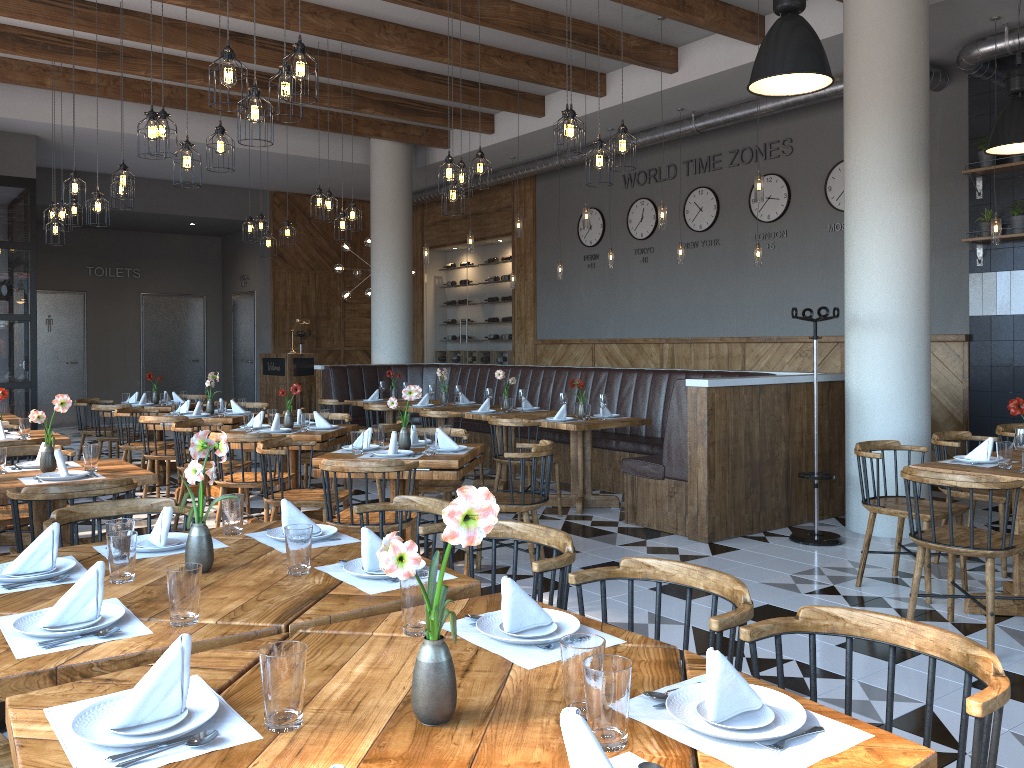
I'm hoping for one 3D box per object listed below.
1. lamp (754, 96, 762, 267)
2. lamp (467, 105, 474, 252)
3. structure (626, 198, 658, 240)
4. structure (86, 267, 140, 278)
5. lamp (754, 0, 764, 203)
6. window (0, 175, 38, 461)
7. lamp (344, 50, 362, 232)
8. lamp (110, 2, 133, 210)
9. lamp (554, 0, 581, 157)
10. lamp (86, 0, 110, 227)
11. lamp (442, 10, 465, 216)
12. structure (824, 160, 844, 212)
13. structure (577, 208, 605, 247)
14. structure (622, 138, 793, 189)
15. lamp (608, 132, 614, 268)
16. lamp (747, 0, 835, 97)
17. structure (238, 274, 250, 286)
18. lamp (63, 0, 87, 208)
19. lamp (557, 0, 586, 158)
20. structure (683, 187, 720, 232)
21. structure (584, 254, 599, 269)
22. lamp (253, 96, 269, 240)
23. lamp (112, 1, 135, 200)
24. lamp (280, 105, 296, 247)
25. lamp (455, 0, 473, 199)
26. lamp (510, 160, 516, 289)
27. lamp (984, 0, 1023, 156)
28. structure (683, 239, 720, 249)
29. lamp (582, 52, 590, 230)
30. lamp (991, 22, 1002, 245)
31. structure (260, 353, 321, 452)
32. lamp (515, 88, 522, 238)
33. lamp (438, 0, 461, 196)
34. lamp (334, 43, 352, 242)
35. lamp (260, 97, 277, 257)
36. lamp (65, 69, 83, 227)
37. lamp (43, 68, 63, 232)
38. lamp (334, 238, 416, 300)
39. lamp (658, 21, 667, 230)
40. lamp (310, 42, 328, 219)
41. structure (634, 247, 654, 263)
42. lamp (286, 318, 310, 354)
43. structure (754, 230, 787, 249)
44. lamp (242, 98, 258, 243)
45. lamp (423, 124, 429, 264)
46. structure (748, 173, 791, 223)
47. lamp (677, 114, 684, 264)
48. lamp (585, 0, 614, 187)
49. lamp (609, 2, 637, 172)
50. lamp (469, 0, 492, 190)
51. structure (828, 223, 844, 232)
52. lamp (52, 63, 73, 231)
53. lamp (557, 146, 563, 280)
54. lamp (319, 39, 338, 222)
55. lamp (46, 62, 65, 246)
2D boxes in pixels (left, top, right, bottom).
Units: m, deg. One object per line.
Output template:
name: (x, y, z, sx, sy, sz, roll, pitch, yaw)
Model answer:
lamp: (2.558, -2.203, 9.227, 0.078, 1.964, 0.078, 0, 0, 4)
lamp: (-0.516, -2.604, 10.895, 0.078, 1.964, 0.078, 0, 0, 39)
structure: (1.740, -2.202, 11.831, 0.046, 0.560, 0.561, 0, 1, -37)
structure: (-7.225, -2.022, 16.056, 0.916, 0.166, 0.035, -2, 1, -37)
lamp: (2.066, -2.506, 7.423, 0.078, 1.964, 0.078, 0, 0, 29)
window: (-7.692, -0.808, 11.258, 2.728, 3.548, 2.186, -1, 1, -37)
lamp: (-1.654, -2.622, 9.173, 0.175, 2.070, 0.175, 0, 0, 3)
lamp: (-3.470, -2.596, 7.867, 0.175, 2.070, 0.175, 0, 0, 37)
lamp: (0.369, -2.590, 5.987, 0.175, 2.070, 0.175, 0, 0, -19)
lamp: (-3.605, -2.414, 7.701, 0.175, 2.070, 0.175, 0, 0, -42)
lamp: (-0.483, -2.408, 7.182, 0.175, 2.070, 0.175, 0, 0, 24)
structure: (3.564, -2.103, 9.378, 0.046, 0.560, 0.561, 0, 1, -37)
structure: (1.130, -2.235, 12.651, 0.046, 0.560, 0.561, 0, 1, -37)
structure: (2.334, -2.717, 11.037, 0.033, 0.199, 2.730, 0, 2, -37)
lamp: (1.227, -2.423, 11.016, 0.078, 1.964, 0.078, 0, 0, -2)
lamp: (1.285, -2.315, 4.108, 0.390, 1.864, 0.390, 0, 0, 41)
structure: (-4.905, -1.895, 16.238, 0.025, 0.197, 0.565, 0, 2, -37)
lamp: (-3.709, -2.535, 7.504, 0.175, 2.070, 0.175, 0, 0, 15)
lamp: (0.383, -2.524, 5.779, 0.175, 2.070, 0.175, 0, 0, -30)
structure: (2.350, -2.169, 11.011, 0.046, 0.560, 0.561, 0, 1, -37)
structure: (1.136, -1.749, 12.669, 0.021, 0.197, 0.306, 0, 2, -37)
lamp: (-3.031, -2.781, 10.687, 0.175, 2.070, 0.175, 0, 0, 7)
lamp: (-3.376, -2.645, 7.681, 0.175, 2.070, 0.175, 0, 0, -42)
lamp: (-2.678, -2.677, 10.551, 0.175, 2.070, 0.175, 0, 0, -26)
lamp: (-0.427, -2.592, 7.390, 0.175, 2.070, 0.175, 0, 0, 13)
lamp: (0.011, -2.346, 12.653, 0.078, 1.964, 0.078, 0, 0, -5)
lamp: (3.138, -2.387, 5.485, 0.390, 1.864, 0.390, 0, 0, 31)
structure: (2.358, -1.743, 11.025, 0.021, 0.080, 0.583, -1, 2, -37)
lamp: (0.764, -2.585, 9.174, 0.078, 1.964, 0.078, 0, 0, -18)
lamp: (3.988, -2.130, 7.304, 0.078, 1.964, 0.078, 0, 0, -5)
structure: (-2.979, 0.231, 12.128, 0.645, 1.300, 1.046, -1, 1, -37)
lamp: (0.073, -2.656, 10.102, 0.078, 1.964, 0.078, 0, 0, -2)
lamp: (-0.498, -2.529, 6.961, 0.175, 2.070, 0.175, 0, 0, -9)
lamp: (-1.716, -2.481, 8.961, 0.175, 2.070, 0.175, 0, 0, 37)
lamp: (-2.893, -2.543, 10.500, 0.175, 2.070, 0.175, 0, 0, 7)
lamp: (-4.647, -2.714, 9.390, 0.175, 2.070, 0.175, 0, 0, -24)
lamp: (-4.853, -2.655, 9.358, 0.175, 2.070, 0.175, 0, 0, -35)
lamp: (-2.186, -2.198, 14.236, 1.186, 2.192, 1.161, 0, 1, 15)
lamp: (1.405, -2.436, 8.313, 0.078, 1.964, 0.078, 0, 0, 4)
lamp: (-1.948, -2.709, 8.934, 0.175, 2.070, 0.175, 0, 0, 37)
structure: (1.760, -1.715, 11.830, 0.021, 0.199, 0.369, 0, 2, -37)
lamp: (-2.867, -0.512, 11.872, 0.170, 0.756, 0.445, 0, 1, 29)
structure: (2.974, -1.649, 10.198, 0.021, 0.199, 0.443, 0, 2, -37)
lamp: (-3.109, -2.716, 10.494, 0.175, 2.070, 0.175, 0, 0, -4)
lamp: (-1.143, -2.579, 11.739, 0.078, 1.964, 0.078, 0, 0, -5)
structure: (2.960, -2.136, 10.191, 0.046, 0.560, 0.561, 0, 1, -37)
lamp: (1.917, -2.352, 10.088, 0.078, 1.964, 0.078, 0, 0, -29)
lamp: (0.575, -2.356, 5.878, 0.175, 2.070, 0.175, 0, 0, -19)
lamp: (0.747, -2.494, 6.017, 0.175, 2.070, 0.175, 0, 0, 38)
lamp: (-0.265, -2.644, 7.258, 0.175, 2.070, 0.175, 0, 0, 24)
structure: (3.574, -1.616, 9.391, 0.021, 0.199, 0.498, 0, 2, -37)
lamp: (-4.582, -2.598, 9.018, 0.175, 2.070, 0.175, 0, 0, 33)
lamp: (0.637, -2.371, 11.809, 0.078, 1.964, 0.078, 0, 0, 39)
lamp: (-1.818, -2.646, 8.771, 0.175, 2.070, 0.175, 0, 0, 26)
lamp: (-4.735, -2.474, 9.177, 0.175, 2.070, 0.175, 0, 0, -24)
